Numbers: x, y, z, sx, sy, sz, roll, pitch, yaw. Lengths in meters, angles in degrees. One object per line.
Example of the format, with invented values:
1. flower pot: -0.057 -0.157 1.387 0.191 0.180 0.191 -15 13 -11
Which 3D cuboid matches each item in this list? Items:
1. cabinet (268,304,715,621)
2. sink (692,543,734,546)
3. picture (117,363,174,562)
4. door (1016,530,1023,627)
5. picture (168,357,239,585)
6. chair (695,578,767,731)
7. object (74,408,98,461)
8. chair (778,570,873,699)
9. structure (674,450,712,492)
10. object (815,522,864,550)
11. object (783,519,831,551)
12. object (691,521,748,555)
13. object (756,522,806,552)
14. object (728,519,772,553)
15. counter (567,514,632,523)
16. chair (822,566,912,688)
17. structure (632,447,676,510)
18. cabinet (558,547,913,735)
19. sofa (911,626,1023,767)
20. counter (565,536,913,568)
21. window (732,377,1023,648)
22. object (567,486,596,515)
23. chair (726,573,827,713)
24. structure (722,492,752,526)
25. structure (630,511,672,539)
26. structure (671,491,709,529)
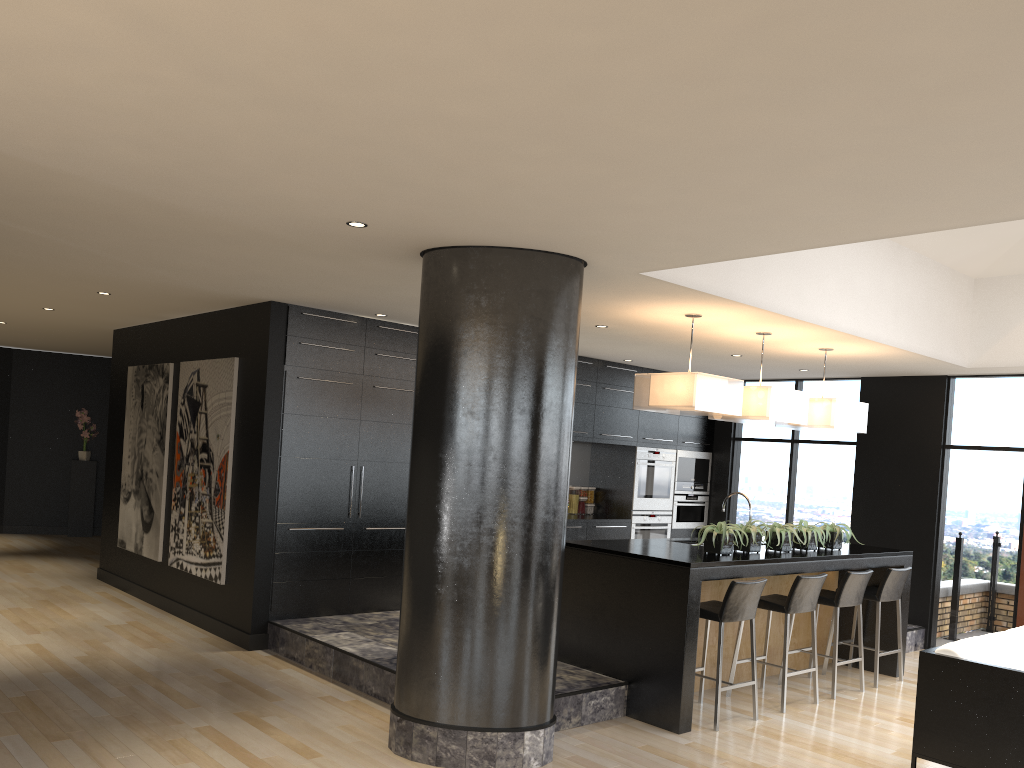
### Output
1. cabinet: 0.071 0.926 9.117 5.752 2.523 0.726 7 -2 -42
2. sink: 1.673 1.386 7.085 0.926 0.159 0.460 8 -6 -42
3. picture: -3.620 0.749 8.743 0.077 1.872 1.152 3 0 -42
4. door: 5.014 1.613 7.846 0.095 1.992 0.895 3 1 -42
5. picture: -2.686 0.728 7.696 0.077 1.872 1.152 3 0 -42
6. chair: 1.362 1.750 5.902 0.477 0.963 0.517 4 0 -42
7. object: -6.415 0.760 13.292 0.339 0.787 0.228 4 0 -13
8. chair: 2.468 1.903 6.894 0.477 0.963 0.517 4 0 -42
9. structure: 2.164 1.040 10.534 0.679 0.474 0.026 6 -1 -42
10. object: 2.596 1.240 7.242 0.398 0.217 0.407 5 -3 -17
11. object: 2.347 1.188 6.941 0.407 0.239 0.398 5 -3 -17
12. object: 1.406 1.063 6.162 0.407 0.239 0.398 5 -3 -17
13. object: 2.066 1.160 6.688 0.407 0.217 0.398 5 -3 -17
14. object: 1.728 1.105 6.417 0.398 0.239 0.407 5 -3 -17
15. counter: 0.024 1.381 9.142 2.873 0.034 0.729 8 -6 -42
16. chair: 2.969 1.973 7.343 0.477 0.963 0.517 4 0 -42
17. structure: 1.621 1.086 10.068 0.704 0.706 0.085 5 0 -42
18. cabinet: 1.836 1.825 6.942 3.128 1.036 1.177 7 -4 -42
19. sofa: 3.224 1.894 5.166 2.041 0.802 0.836 7 -4 -42
20. counter: 1.871 1.291 6.933 3.128 0.032 1.178 8 -6 -42
21. window: 2.341 -0.479 1.225 10.104 4.778 15.966 1 -5 35
22. object: 0.792 1.336 10.120 0.367 0.315 0.113 6 -1 -41
23. chair: 1.947 1.831 6.427 0.477 0.963 0.517 4 0 -42
24. structure: 1.670 1.368 7.153 2.789 1.017 0.654 7 -3 -42
25. structure: 1.573 1.805 10.079 0.704 0.706 0.085 5 0 -42
26. structure: 2.133 1.503 10.542 0.681 0.445 0.070 6 -1 -42
